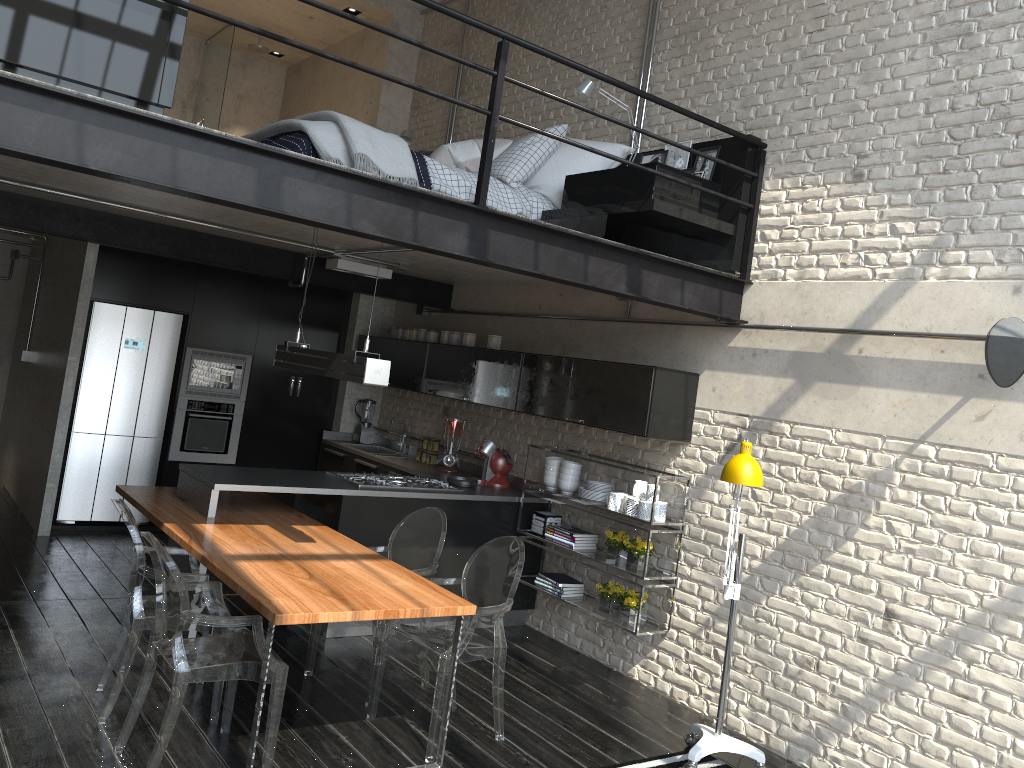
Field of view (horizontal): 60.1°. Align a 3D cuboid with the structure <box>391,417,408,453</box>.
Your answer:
[{"bbox_3d":[-1.041,0.458,8.000,0.176,0.311,0.089,10,-3,-36],"label":"structure"}]

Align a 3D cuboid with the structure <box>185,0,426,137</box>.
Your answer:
[{"bbox_3d":[-2.918,-2.616,9.370,2.580,2.959,2.799,9,-2,-36],"label":"structure"}]

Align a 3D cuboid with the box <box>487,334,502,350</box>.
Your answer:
[{"bbox_3d":[-0.135,-0.316,6.735,0.080,0.111,0.081,10,-2,-36],"label":"box"}]

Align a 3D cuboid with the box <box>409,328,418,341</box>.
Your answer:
[{"bbox_3d":[-0.841,-0.427,7.690,0.080,0.111,0.081,10,-2,-36],"label":"box"}]

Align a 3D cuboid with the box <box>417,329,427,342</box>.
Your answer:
[{"bbox_3d":[-0.759,-0.414,7.580,0.080,0.111,0.081,10,-2,-36],"label":"box"}]

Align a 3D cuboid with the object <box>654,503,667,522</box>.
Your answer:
[{"bbox_3d":[0.873,0.766,5.313,0.108,0.100,0.083,9,-2,-22],"label":"object"}]

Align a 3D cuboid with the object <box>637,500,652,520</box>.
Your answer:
[{"bbox_3d":[0.801,0.755,5.304,0.083,0.100,0.108,7,-2,43],"label":"object"}]

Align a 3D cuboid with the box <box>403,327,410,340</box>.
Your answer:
[{"bbox_3d":[-0.899,-0.436,7.765,0.080,0.111,0.081,10,-2,-36],"label":"box"}]

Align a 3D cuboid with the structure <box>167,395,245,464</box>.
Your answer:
[{"bbox_3d":[-2.785,0.389,7.913,0.578,0.559,0.486,9,-2,-36],"label":"structure"}]

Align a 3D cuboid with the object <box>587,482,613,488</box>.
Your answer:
[{"bbox_3d":[0.567,0.663,5.733,0.170,0.030,0.171,8,0,-32],"label":"object"}]

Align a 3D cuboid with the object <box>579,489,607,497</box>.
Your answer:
[{"bbox_3d":[0.558,0.719,5.731,0.252,0.031,0.250,8,1,22],"label":"object"}]

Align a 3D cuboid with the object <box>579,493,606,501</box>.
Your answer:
[{"bbox_3d":[0.554,0.743,5.729,0.252,0.031,0.250,8,1,22],"label":"object"}]

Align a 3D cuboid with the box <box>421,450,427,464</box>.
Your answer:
[{"bbox_3d":[-0.709,0.613,7.435,0.080,0.111,0.081,10,-3,-41],"label":"box"}]

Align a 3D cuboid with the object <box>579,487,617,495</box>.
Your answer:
[{"bbox_3d":[0.560,0.703,5.732,0.252,0.031,0.250,8,1,22],"label":"object"}]

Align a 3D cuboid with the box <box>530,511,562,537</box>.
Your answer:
[{"bbox_3d":[0.236,0.966,6.087,0.149,0.150,0.150,9,-2,-36],"label":"box"}]

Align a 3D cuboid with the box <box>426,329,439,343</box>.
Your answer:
[{"bbox_3d":[-0.673,-0.400,7.461,0.080,0.111,0.081,10,-2,-36],"label":"box"}]

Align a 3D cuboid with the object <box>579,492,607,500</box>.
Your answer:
[{"bbox_3d":[0.555,0.735,5.730,0.252,0.031,0.250,8,1,22],"label":"object"}]

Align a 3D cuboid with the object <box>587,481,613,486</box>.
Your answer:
[{"bbox_3d":[0.568,0.654,5.734,0.170,0.030,0.171,8,0,-32],"label":"object"}]

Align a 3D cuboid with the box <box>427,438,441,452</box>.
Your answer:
[{"bbox_3d":[-0.656,0.510,7.406,0.080,0.111,0.081,10,-3,-41],"label":"box"}]

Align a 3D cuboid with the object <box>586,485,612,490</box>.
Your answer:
[{"bbox_3d":[0.564,0.680,5.732,0.170,0.030,0.171,8,0,-32],"label":"object"}]

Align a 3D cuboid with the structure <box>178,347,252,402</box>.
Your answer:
[{"bbox_3d":[-2.726,-0.098,7.955,0.578,0.422,0.449,9,-1,-36],"label":"structure"}]

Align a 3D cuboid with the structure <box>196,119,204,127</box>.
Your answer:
[{"bbox_3d":[-2.739,-2.214,7.868,0.180,0.254,0.252,10,-2,-36],"label":"structure"}]

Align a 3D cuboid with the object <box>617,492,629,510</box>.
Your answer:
[{"bbox_3d":[0.693,0.738,5.591,0.083,0.100,0.108,8,-1,-2],"label":"object"}]

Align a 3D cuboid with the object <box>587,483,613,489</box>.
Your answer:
[{"bbox_3d":[0.566,0.671,5.733,0.170,0.030,0.171,8,0,-32],"label":"object"}]

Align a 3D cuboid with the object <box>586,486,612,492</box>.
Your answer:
[{"bbox_3d":[0.563,0.689,5.732,0.170,0.030,0.171,8,0,-32],"label":"object"}]

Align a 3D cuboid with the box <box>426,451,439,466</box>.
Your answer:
[{"bbox_3d":[-0.665,0.620,7.369,0.080,0.111,0.081,9,-2,-26],"label":"box"}]

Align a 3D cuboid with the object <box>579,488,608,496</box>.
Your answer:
[{"bbox_3d":[0.559,0.711,5.731,0.252,0.031,0.250,8,1,22],"label":"object"}]

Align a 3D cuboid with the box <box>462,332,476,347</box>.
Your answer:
[{"bbox_3d":[-0.340,-0.348,7.012,0.080,0.111,0.081,10,-2,-36],"label":"box"}]

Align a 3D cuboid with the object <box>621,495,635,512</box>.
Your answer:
[{"bbox_3d":[0.733,0.744,5.491,0.083,0.100,0.108,7,-2,43],"label":"object"}]

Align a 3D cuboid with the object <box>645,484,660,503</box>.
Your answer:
[{"bbox_3d":[0.858,0.662,5.354,0.083,0.100,0.108,7,-2,43],"label":"object"}]

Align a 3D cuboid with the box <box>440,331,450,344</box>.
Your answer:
[{"bbox_3d":[-0.537,-0.379,7.276,0.080,0.111,0.081,10,-2,-36],"label":"box"}]

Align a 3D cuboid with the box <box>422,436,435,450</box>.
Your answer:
[{"bbox_3d":[-0.706,0.502,7.474,0.081,0.111,0.080,7,-2,29],"label":"box"}]

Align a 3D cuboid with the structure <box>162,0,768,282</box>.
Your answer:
[{"bbox_3d":[-1.577,-0.191,5.131,4.759,3.350,3.799,9,-1,-36],"label":"structure"}]

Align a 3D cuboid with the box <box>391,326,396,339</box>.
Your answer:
[{"bbox_3d":[-1.035,-0.457,7.963,0.080,0.111,0.081,10,-2,-36],"label":"box"}]

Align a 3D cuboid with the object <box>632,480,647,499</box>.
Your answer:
[{"bbox_3d":[0.780,0.650,5.464,0.108,0.100,0.083,9,-2,-22],"label":"object"}]

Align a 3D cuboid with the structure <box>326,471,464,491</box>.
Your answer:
[{"bbox_3d":[-0.792,0.657,6.030,0.807,0.026,0.503,8,1,-36],"label":"structure"}]

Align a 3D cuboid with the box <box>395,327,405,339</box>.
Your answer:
[{"bbox_3d":[-0.989,-0.450,7.882,0.080,0.111,0.081,10,-2,-36],"label":"box"}]

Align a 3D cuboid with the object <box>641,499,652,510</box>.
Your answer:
[{"bbox_3d":[0.810,0.756,5.408,0.108,0.100,0.083,9,-2,-22],"label":"object"}]

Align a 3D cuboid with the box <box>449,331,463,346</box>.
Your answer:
[{"bbox_3d":[-0.457,-0.366,7.166,0.080,0.111,0.081,10,-2,-36],"label":"box"}]

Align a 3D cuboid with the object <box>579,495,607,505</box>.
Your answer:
[{"bbox_3d":[0.553,0.751,5.729,0.252,0.031,0.250,8,1,22],"label":"object"}]

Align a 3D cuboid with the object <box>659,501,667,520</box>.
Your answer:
[{"bbox_3d":[0.903,0.770,5.411,0.083,0.100,0.108,8,-1,-2],"label":"object"}]

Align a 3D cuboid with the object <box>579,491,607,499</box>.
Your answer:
[{"bbox_3d":[0.556,0.727,5.730,0.252,0.031,0.250,8,1,22],"label":"object"}]

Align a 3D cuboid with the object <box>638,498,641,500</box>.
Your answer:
[{"bbox_3d":[0.820,0.756,5.517,0.108,0.100,0.083,9,-2,-37],"label":"object"}]

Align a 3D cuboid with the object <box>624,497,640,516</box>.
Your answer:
[{"bbox_3d":[0.734,0.745,5.397,0.083,0.100,0.108,8,-1,-2],"label":"object"}]

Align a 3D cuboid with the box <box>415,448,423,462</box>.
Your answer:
[{"bbox_3d":[-0.762,0.604,7.502,0.080,0.111,0.081,9,-2,-31],"label":"box"}]
